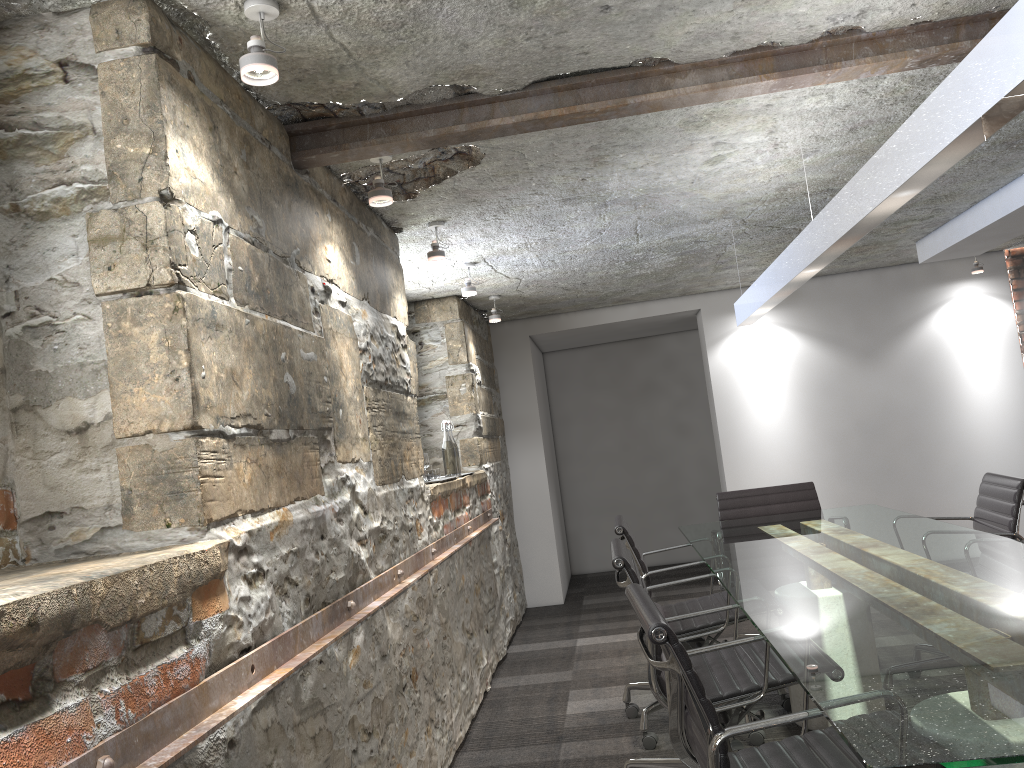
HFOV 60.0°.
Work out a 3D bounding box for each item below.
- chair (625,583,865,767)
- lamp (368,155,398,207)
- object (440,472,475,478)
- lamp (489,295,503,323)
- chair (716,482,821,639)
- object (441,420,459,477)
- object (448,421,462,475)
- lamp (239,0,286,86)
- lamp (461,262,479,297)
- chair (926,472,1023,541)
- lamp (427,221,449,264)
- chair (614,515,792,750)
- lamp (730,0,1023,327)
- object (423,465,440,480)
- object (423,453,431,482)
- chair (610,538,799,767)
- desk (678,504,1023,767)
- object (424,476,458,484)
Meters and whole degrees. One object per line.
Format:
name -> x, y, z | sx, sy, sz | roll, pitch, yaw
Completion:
chair -> 0.592, 0.819, 1.767 | 0.667, 0.837, 0.693 | -7, -4, -7
lamp -> -0.411, -0.644, 2.780 | 0.077, 0.165, 0.098 | -11, -5, 39
object -> -0.377, 0.499, 4.732 | 0.310, 0.007, 0.457 | -8, -4, 6
lamp -> -0.109, -0.472, 5.581 | 0.077, 0.165, 0.098 | -11, -5, 39
chair -> 1.260, 0.906, 4.068 | 0.693, 0.837, 0.667 | -7, -4, -2
object -> -0.337, 0.343, 4.696 | 0.073, 0.300, 0.073 | -5, -5, -26
object -> -0.327, 0.349, 4.788 | 0.073, 0.300, 0.073 | -5, -5, -26
lamp -> -0.515, -0.702, 1.818 | 0.077, 0.165, 0.098 | -11, -5, 39
lamp -> -0.221, -0.536, 4.546 | 0.077, 0.165, 0.098 | -11, -5, 39
chair -> 1.702, 0.804, 3.459 | 0.667, 0.837, 0.693 | -8, -4, 4
lamp -> -0.314, -0.588, 3.681 | 0.077, 0.165, 0.098 | -11, -5, 39
chair -> 0.760, 0.933, 3.571 | 0.667, 0.837, 0.693 | -7, -4, -3
lamp -> 0.924, -0.637, 2.748 | 0.073, 0.524, 3.159 | -8, -4, 6
object -> -0.423, 0.432, 4.287 | 0.111, 0.072, 0.191 | -8, -4, 13
object -> -0.442, 0.389, 4.075 | 0.108, 0.131, 0.218 | -8, -4, 4
chair -> 0.648, 0.882, 2.700 | 0.667, 0.837, 0.693 | -7, -4, -4
desk -> 1.122, 0.881, 2.636 | 0.909, 0.711, 3.154 | -8, -4, 6
object -> -0.437, 0.465, 4.173 | 0.310, 0.007, 0.457 | -8, -4, 6
